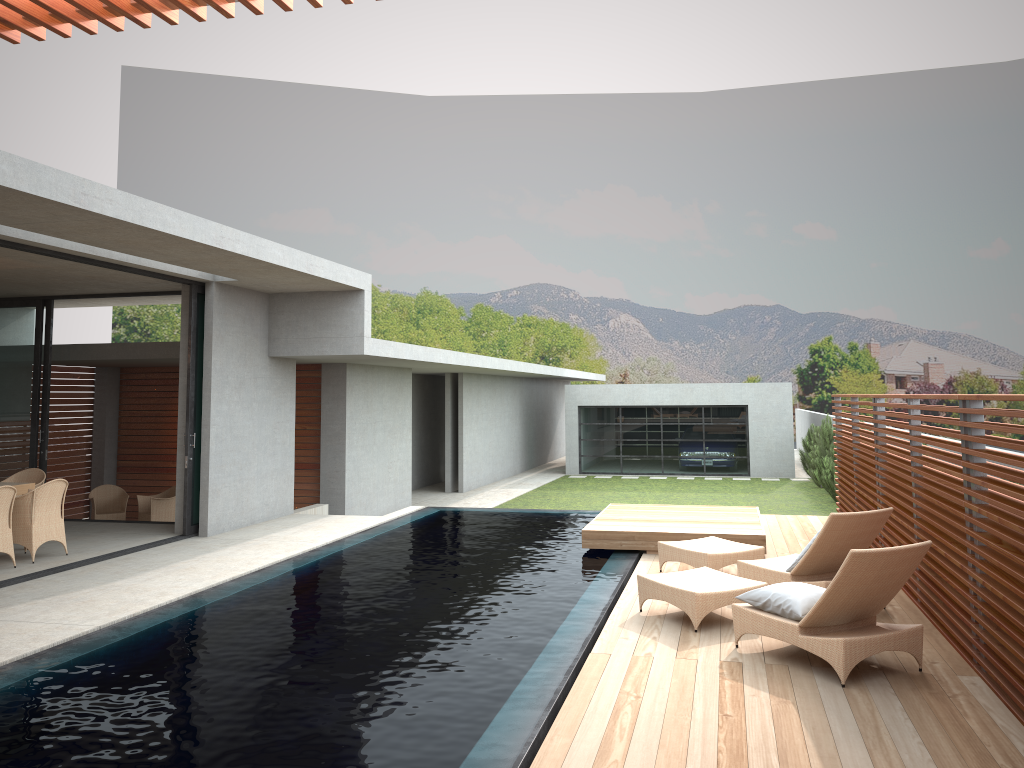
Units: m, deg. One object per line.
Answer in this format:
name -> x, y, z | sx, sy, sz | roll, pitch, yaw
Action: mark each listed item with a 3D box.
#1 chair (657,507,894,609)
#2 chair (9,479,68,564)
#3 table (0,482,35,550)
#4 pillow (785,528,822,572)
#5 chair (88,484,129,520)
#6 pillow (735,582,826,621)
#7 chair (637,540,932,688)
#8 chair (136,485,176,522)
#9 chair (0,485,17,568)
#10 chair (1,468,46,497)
chair -> 2.284, 1.437, 7.993 | 0.699, 0.833, 2.284 | 1, -2, -27
chair -> -5.250, 1.471, 9.682 | 0.629, 0.870, 0.614 | -1, -4, 14
table -> -6.569, 1.522, 8.854 | 1.279, 0.762, 3.242 | -1, -1, 14
pillow -> 2.640, 1.355, 7.325 | 0.608, 0.430, 0.425 | 1, -3, -28
chair -> -6.752, 2.141, 14.776 | 0.616, 0.870, 0.627 | 2, -5, -31
pillow -> 1.958, 1.471, 6.058 | 0.594, 0.195, 0.591 | 0, -1, -30
chair -> 1.839, 1.419, 6.379 | 0.699, 0.833, 2.284 | 1, -2, -26
chair -> -5.839, 2.133, 14.727 | 0.615, 0.870, 0.628 | -4, -5, 44
chair -> -5.425, 1.462, 8.967 | 0.629, 0.870, 0.614 | -1, -4, 14
chair -> -6.127, 1.494, 10.868 | 0.617, 0.870, 0.626 | -1, -4, 14
